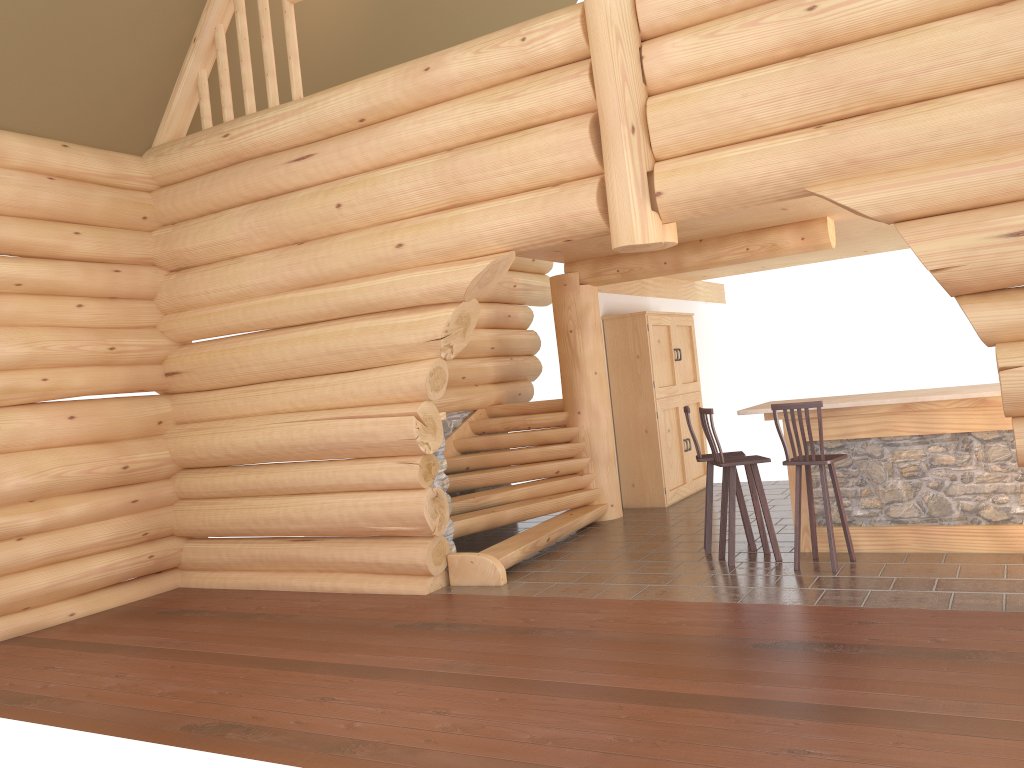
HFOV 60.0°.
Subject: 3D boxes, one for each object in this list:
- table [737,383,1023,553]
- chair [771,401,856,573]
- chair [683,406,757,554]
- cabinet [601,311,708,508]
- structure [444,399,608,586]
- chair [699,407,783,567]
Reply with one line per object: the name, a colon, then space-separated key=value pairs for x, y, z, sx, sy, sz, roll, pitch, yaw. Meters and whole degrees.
table: x=3.690 y=0.680 z=7.383 sx=3.220 sy=1.257 sz=1.196 roll=-6 pitch=0 yaw=30
chair: x=2.405 y=0.785 z=7.033 sx=0.406 sy=1.319 sz=0.504 roll=-6 pitch=0 yaw=40
chair: x=1.877 y=0.840 z=8.034 sx=0.504 sy=1.319 sz=0.406 roll=-6 pitch=0 yaw=10
cabinet: x=1.971 y=0.283 z=11.732 sx=0.670 sy=2.403 sz=1.847 roll=-6 pitch=0 yaw=30
structure: x=-0.330 y=0.916 z=9.555 sx=1.951 sy=1.643 sz=3.604 roll=-6 pitch=0 yaw=24
chair: x=1.920 y=0.836 z=7.514 sx=0.504 sy=1.319 sz=0.406 roll=-6 pitch=0 yaw=-2
